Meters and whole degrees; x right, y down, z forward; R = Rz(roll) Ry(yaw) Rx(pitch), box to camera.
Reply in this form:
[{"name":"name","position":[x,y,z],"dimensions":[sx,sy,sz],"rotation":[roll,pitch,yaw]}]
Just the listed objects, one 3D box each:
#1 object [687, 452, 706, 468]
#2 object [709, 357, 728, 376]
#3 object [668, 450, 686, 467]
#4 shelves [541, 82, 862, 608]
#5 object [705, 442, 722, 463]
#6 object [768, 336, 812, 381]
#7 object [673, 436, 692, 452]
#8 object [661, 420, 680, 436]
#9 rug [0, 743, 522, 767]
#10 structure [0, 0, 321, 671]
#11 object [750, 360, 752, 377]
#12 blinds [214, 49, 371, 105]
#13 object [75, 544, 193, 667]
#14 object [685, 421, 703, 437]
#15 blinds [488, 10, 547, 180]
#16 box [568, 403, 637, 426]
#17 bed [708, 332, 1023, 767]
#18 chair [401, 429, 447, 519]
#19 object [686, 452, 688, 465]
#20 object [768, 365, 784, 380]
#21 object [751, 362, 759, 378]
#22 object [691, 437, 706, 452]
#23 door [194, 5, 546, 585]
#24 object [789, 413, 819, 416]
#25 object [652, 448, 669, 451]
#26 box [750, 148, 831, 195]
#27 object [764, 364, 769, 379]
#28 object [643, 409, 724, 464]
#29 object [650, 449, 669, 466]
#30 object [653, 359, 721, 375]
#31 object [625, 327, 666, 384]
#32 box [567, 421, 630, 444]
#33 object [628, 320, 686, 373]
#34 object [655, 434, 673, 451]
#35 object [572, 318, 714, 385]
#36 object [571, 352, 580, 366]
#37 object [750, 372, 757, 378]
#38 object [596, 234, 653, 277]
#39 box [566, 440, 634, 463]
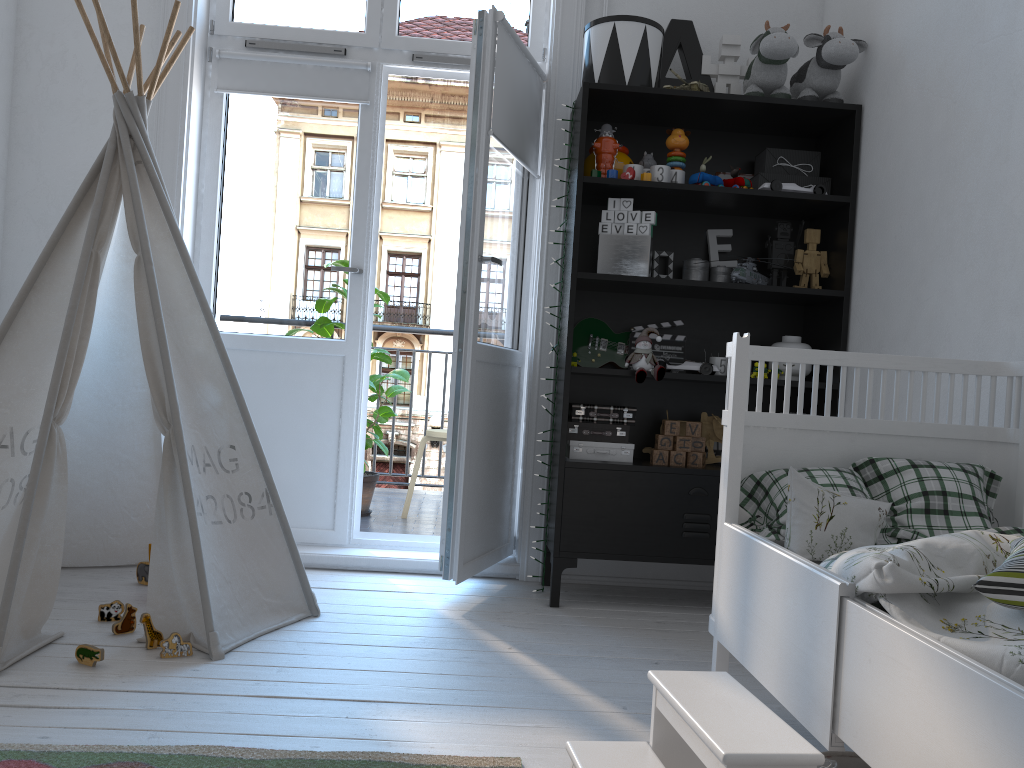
[{"name":"object","position":[0.613,0.251,2.945],"dimensions":[0.050,0.050,0.050],"rotation":[4,0,27]},{"name":"object","position":[0.702,-0.056,3.004],"dimensions":[0.067,0.067,0.067],"rotation":[4,0,11]},{"name":"object","position":[0.546,0.247,2.941],"dimensions":[0.050,0.050,0.050],"rotation":[4,0,2]},{"name":"shelves","position":[0.619,-0.096,3.013],"dimensions":[0.911,1.677,0.353],"rotation":[4,0,-3]},{"name":"object","position":[0.775,0.225,3.176],"dimensions":[0.347,0.120,0.034],"rotation":[4,0,-3]},{"name":"object","position":[0.948,-0.082,3.021],"dimensions":[0.139,0.162,0.139],"rotation":[4,0,-28]},{"name":"object","position":[0.565,0.198,2.942],"dimensions":[0.050,0.050,0.050],"rotation":[4,0,-3]},{"name":"object","position":[0.528,0.146,2.952],"dimensions":[0.050,0.050,0.050],"rotation":[4,0,-3]},{"name":"rug","position":[-0.581,0.646,0.590],"dimensions":[1.320,0.016,2.028],"rotation":[4,0,-3]},{"name":"structure","position":[-1.106,-0.237,2.496],"dimensions":[1.143,1.749,1.143],"rotation":[4,0,-27]},{"name":"object","position":[0.764,-0.053,2.960],"dimensions":[0.067,0.067,0.067],"rotation":[4,0,11]},{"name":"blinds","position":[-0.805,-1.130,3.267],"dimensions":[0.565,0.158,0.032],"rotation":[4,0,-3]},{"name":"object","position":[-0.908,0.501,2.423],"dimensions":[0.385,0.283,0.856],"rotation":[4,0,-11]},{"name":"object","position":[0.607,0.151,2.958],"dimensions":[0.050,0.050,0.050],"rotation":[4,0,17]},{"name":"blinds","position":[0.030,-0.962,3.031],"dimensions":[0.032,0.390,0.565],"rotation":[4,0,17]},{"name":"box","position":[0.300,0.102,3.017],"dimensions":[0.215,0.062,0.179],"rotation":[4,0,-3]},{"name":"bed","position":[0.797,0.328,1.275],"dimensions":[0.670,0.833,1.404],"rotation":[4,0,-3]},{"name":"chair","position":[-0.225,0.312,4.356],"dimensions":[0.436,0.715,0.498],"rotation":[4,0,42]},{"name":"object","position":[0.617,0.251,3.003],"dimensions":[0.050,0.050,0.050],"rotation":[4,0,-3]},{"name":"object","position":[0.873,-0.040,2.937],"dimensions":[0.042,0.054,0.031],"rotation":[4,0,42]},{"name":"object","position":[0.802,-0.044,2.909],"dimensions":[0.042,0.054,0.031],"rotation":[4,0,-43]},{"name":"object","position":[0.617,0.201,2.972],"dimensions":[0.050,0.050,0.050],"rotation":[4,0,-3]},{"name":"door","position":[-0.548,-0.309,3.058],"dimensions":[1.264,1.838,0.636],"rotation":[4,0,-1]},{"name":"object","position":[0.968,0.199,3.010],"dimensions":[0.132,0.199,0.267],"rotation":[4,0,-3]},{"name":"object","position":[0.500,0.244,2.994],"dimensions":[0.050,0.050,0.050],"rotation":[4,0,-3]},{"name":"box","position":[0.960,-0.709,3.074],"dimensions":[0.251,0.189,0.179],"rotation":[4,0,-3]},{"name":"object","position":[0.842,-0.041,2.965],"dimensions":[0.042,0.054,0.031],"rotation":[4,0,-3]},{"name":"object","position":[0.629,0.187,3.079],"dimensions":[0.337,0.186,0.111],"rotation":[4,0,12]},{"name":"object","position":[0.488,0.243,2.938],"dimensions":[0.050,0.050,0.050],"rotation":[4,0,-3]},{"name":"object","position":[0.578,-0.054,2.958],"dimensions":[0.230,0.048,0.098],"rotation":[4,0,22]},{"name":"object","position":[0.431,-0.092,2.833],"dimensions":[0.110,0.186,0.129],"rotation":[4,0,-16]},{"name":"box","position":[0.278,0.162,3.015],"dimensions":[0.215,0.062,0.179],"rotation":[4,0,-3]},{"name":"object","position":[0.509,-0.132,3.104],"dimensions":[0.201,0.199,0.048],"rotation":[4,0,-3]},{"name":"object","position":[0.507,0.194,2.959],"dimensions":[0.050,0.050,0.050],"rotation":[4,0,-3]},{"name":"object","position":[0.465,-0.103,3.128],"dimensions":[0.542,0.239,0.093],"rotation":[4,0,-3]},{"name":"object","position":[0.213,-0.081,3.038],"dimensions":[0.042,0.054,0.031],"rotation":[4,0,7]},{"name":"object","position":[0.799,-0.033,3.120],"dimensions":[0.163,0.034,0.069],"rotation":[4,0,-3]},{"name":"object","position":[0.375,-0.415,2.940],"dimensions":[0.170,0.138,0.124],"rotation":[4,0,12]},{"name":"box","position":[0.293,0.224,3.016],"dimensions":[0.215,0.062,0.179],"rotation":[4,0,-3]}]
